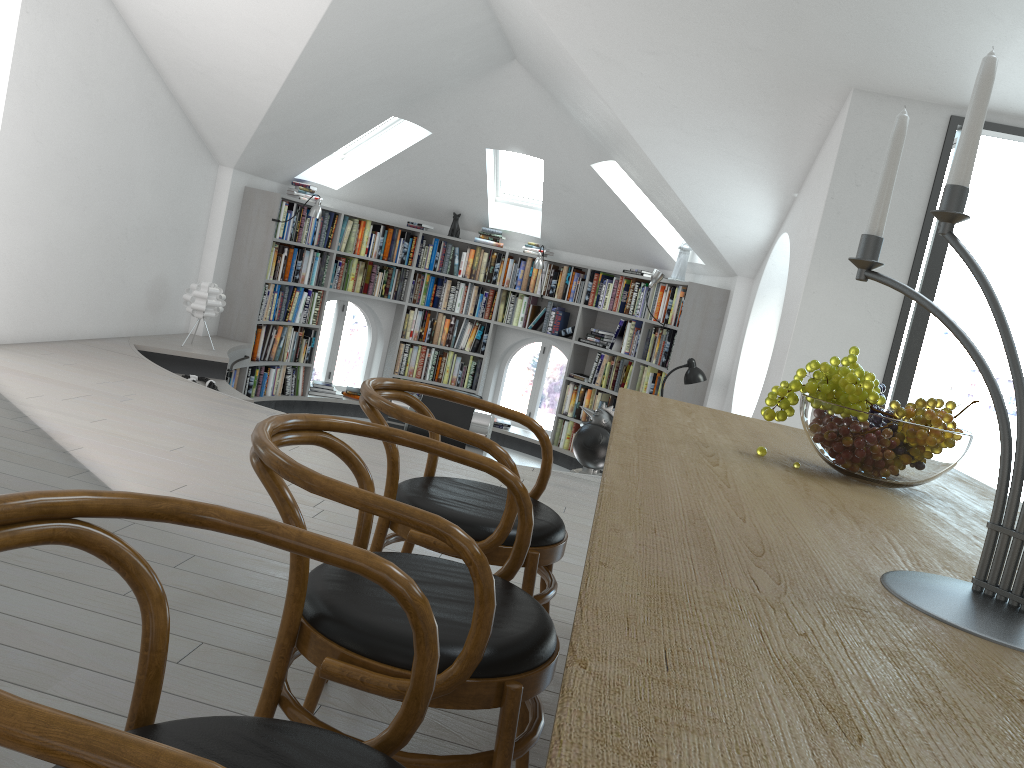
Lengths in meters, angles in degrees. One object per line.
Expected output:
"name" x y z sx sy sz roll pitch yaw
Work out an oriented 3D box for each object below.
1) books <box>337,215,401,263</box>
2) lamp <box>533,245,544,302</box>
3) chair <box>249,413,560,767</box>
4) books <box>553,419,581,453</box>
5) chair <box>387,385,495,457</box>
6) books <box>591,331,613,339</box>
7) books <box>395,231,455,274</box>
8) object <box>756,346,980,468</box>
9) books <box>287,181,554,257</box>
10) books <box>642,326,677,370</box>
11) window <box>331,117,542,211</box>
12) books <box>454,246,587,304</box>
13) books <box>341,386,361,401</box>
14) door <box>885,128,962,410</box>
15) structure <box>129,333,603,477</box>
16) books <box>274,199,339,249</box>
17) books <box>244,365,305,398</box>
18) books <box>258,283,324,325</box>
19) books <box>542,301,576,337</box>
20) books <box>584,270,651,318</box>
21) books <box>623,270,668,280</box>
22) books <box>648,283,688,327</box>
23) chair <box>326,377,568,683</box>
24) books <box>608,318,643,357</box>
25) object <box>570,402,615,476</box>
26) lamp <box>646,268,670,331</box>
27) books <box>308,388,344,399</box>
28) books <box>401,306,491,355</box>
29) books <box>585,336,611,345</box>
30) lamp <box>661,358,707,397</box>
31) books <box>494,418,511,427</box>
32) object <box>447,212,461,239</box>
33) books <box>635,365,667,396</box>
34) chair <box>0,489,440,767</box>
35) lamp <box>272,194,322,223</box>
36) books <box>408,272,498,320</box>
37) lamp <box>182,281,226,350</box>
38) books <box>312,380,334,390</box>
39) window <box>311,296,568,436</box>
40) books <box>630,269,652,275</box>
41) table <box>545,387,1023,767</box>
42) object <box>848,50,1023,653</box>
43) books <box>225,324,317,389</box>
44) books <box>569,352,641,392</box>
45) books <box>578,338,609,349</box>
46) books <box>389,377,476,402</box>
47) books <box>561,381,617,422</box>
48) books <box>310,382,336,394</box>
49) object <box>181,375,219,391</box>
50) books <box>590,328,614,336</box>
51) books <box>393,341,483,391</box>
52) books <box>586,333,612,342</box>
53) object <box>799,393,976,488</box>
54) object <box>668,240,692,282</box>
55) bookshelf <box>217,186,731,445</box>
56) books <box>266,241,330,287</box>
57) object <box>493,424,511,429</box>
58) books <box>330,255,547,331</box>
"books" -1.523 -1.496 9.085 0.791 0.372 0.270 7 8 -39
"lamp" 0.289 -1.139 9.128 0.113 0.565 0.358 14 6 13
"chair" -0.222 0.481 1.597 0.622 0.733 0.528 13 6 7
"books" 0.930 0.645 8.709 0.359 0.310 1.504 9 7 -31
"chair" -0.609 0.418 7.531 0.823 0.718 0.743 13 6 2
"books" 0.956 -0.490 9.042 0.213 0.036 0.228 8 8 -33
"books" -0.944 -1.398 9.428 0.681 0.345 0.266 11 6 -16
"object" 0.786 0.070 1.945 0.393 0.283 0.294 9 7 -29
"books" -0.919 -1.674 9.117 2.809 0.173 0.751 10 7 -22
"books" 1.448 -0.311 7.948 0.279 0.357 1.056 12 6 -8
"window" 0.041 -2.167 8.583 4.058 0.711 1.936 13 6 7
"books" 0.107 -1.177 9.422 1.568 0.366 0.394 14 6 12
"books" -1.634 0.109 9.390 0.318 0.099 0.292 13 6 8
"door" 2.258 -0.262 5.330 0.080 2.341 1.053 13 5 7
"structure" -0.691 0.417 7.436 4.699 0.691 4.732 7 8 -38
"books" -2.050 -1.523 8.361 0.301 0.360 1.033 15 7 23
"books" -2.356 -0.059 8.541 0.283 0.319 0.918 15 7 25
"books" -2.191 -0.773 8.408 0.261 0.358 1.019 15 7 24
"books" 0.560 -0.659 9.279 0.400 0.340 0.224 15 6 27
"books" 1.139 -0.880 8.818 0.305 0.366 0.974 8 8 -40
"books" 1.314 -1.065 8.731 0.316 0.036 0.337 9 8 -30
"books" 1.530 -0.686 7.926 0.292 0.361 1.018 11 6 -11
"chair" -0.161 0.409 2.320 0.622 0.733 0.528 13 6 10
"books" 1.229 -0.443 8.660 0.255 0.350 0.556 8 7 -37
"object" 0.579 0.399 6.011 0.319 0.561 0.322 10 6 -20
"lamp" 1.325 -0.742 7.869 0.275 0.524 0.112 12 5 -2
"books" -1.987 0.074 9.262 0.365 0.042 0.390 9 7 -27
"books" -0.706 -0.581 9.551 0.996 0.351 0.298 11 6 -9
"books" 0.943 -0.430 9.047 0.287 0.031 0.269 18 9 41
"lamp" 1.324 0.114 6.964 0.323 0.658 0.233 15 6 22
"books" -0.148 0.411 9.616 0.268 0.029 0.254 12 7 -3
"object" -0.589 -1.683 9.432 0.147 0.264 0.202 13 6 3
"books" 1.373 0.064 7.975 0.275 0.347 1.024 12 6 -8
"chair" -0.337 0.541 0.879 0.621 0.733 0.528 13 6 2
"lamp" -1.890 -1.557 7.879 0.414 0.311 0.117 13 5 4
"books" -0.630 -0.955 9.560 1.027 0.358 0.301 12 6 -7
"lamp" -2.463 -0.550 7.041 0.305 0.523 0.306 12 5 -5
"books" -1.973 0.010 9.256 0.213 0.036 0.227 10 7 -17
"window" -0.809 -0.228 9.675 3.228 1.148 0.619 12 5 -7
"books" 1.320 -1.093 8.729 0.233 0.027 0.248 10 7 -21
"table" 0.525 0.658 1.182 1.019 0.797 3.356 13 7 7
"object" 0.690 -0.135 0.944 0.265 0.873 0.778 11 6 -19
"books" -2.405 -0.228 8.210 0.391 0.694 1.642 14 7 17
"books" 1.006 -0.120 8.824 0.251 0.351 0.978 8 8 -41
"books" 0.935 -0.398 9.050 0.365 0.042 0.390 6 9 -43
"books" -0.870 0.147 9.612 1.018 0.306 0.288 11 6 -8
"books" 0.879 0.233 8.929 0.271 0.350 0.876 7 8 -41
"books" -1.980 0.041 9.259 0.269 0.031 0.287 10 7 -17
"object" -2.261 -0.002 6.422 0.217 0.082 0.475 9 8 -30
"books" 0.963 -0.521 9.039 0.269 0.031 0.287 11 7 -13
"books" -0.776 -0.203 9.587 1.031 0.356 0.293 11 6 -8
"books" 0.949 -0.460 9.045 0.268 0.031 0.287 8 8 -33
"object" 0.795 0.139 1.933 0.359 0.159 0.361 11 6 -13
"object" 1.567 -1.162 8.120 0.179 0.471 0.179 14 5 16
"bookshelf" -0.338 -0.447 8.733 4.336 1.876 2.113 13 6 7
"books" -2.138 -1.150 8.416 0.304 0.347 1.088 15 7 22
"object" -0.155 0.440 9.619 0.227 0.036 0.213 15 7 23
"books" -0.804 -0.962 9.348 2.525 0.370 0.593 11 6 -12
